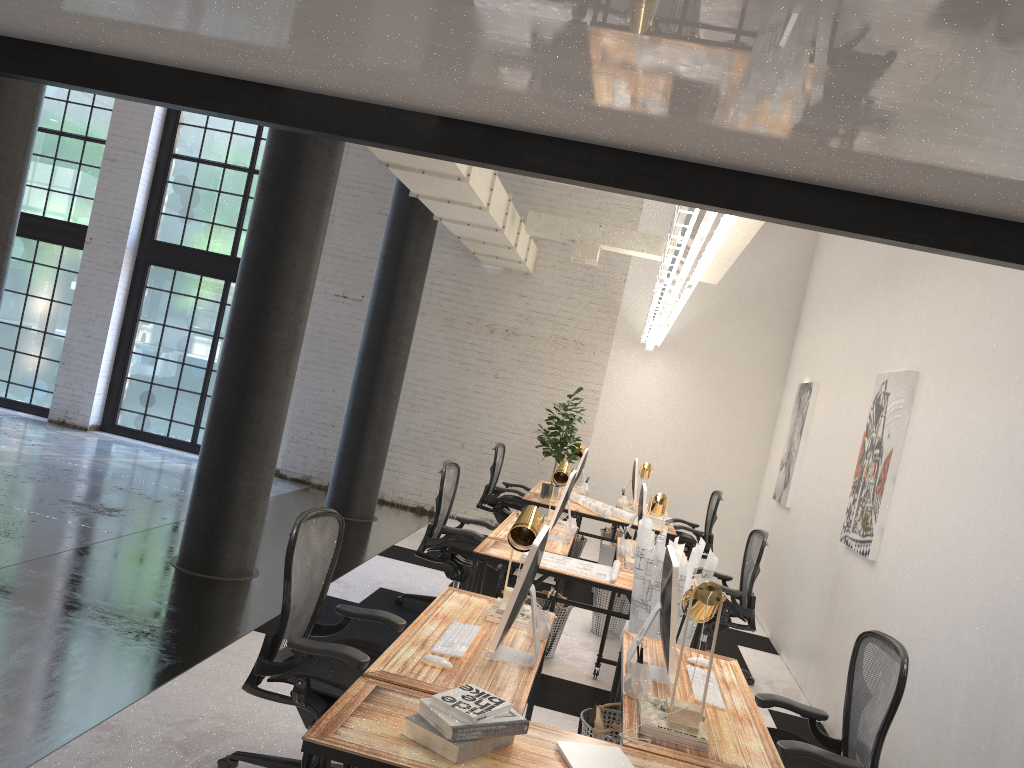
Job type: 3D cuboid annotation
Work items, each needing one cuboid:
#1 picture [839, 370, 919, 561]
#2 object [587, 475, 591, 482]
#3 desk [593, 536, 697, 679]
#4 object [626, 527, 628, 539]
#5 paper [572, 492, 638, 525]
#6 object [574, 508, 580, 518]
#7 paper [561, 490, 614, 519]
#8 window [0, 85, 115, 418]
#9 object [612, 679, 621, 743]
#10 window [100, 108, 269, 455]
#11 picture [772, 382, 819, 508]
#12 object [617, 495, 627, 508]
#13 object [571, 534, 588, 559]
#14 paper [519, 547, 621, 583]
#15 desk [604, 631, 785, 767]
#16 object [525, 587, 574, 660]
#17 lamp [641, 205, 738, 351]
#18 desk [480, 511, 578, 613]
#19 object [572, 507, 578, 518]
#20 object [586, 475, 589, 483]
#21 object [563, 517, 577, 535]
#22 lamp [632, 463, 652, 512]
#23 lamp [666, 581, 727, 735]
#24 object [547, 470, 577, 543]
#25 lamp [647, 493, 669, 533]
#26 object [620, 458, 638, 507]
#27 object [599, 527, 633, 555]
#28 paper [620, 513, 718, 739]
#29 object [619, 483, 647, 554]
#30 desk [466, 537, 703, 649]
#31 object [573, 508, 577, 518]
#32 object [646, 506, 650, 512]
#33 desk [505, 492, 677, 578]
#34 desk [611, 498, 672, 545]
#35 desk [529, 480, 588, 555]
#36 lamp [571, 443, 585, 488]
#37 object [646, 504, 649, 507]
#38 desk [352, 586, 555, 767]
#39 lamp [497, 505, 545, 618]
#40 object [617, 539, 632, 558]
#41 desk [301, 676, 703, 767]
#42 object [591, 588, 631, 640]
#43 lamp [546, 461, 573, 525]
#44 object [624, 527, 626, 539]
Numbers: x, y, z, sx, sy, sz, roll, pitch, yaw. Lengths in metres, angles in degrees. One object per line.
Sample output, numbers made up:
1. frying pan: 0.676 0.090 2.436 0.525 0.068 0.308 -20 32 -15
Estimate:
1. picture: 2.374 0.507 5.772 0.049 1.183 0.731 13 1 7
2. object: 0.771 1.047 9.224 0.054 0.207 0.008 12 1 -6
3. desk: 0.924 1.593 6.273 0.529 0.725 1.401 12 0 7
4. object: 0.785 1.086 6.075 0.054 0.207 0.008 12 1 -28
5. paper: 0.832 1.129 8.172 0.083 0.082 1.132 12 0 -28
6. object: 0.454 1.011 6.560 0.054 0.207 0.008 12 1 -6
7. paper: 0.670 1.093 8.194 0.083 0.082 1.133 12 0 -18
8. window: -6.406 -2.262 11.490 2.490 5.181 0.138 13 1 7
9. object: 0.708 1.732 4.751 0.353 0.398 0.352 12 1 -38
10. window: -3.487 -1.619 11.117 2.490 5.181 0.138 13 1 7
11. picture: 2.722 0.572 8.535 0.049 1.183 0.731 13 1 7
12. object: 1.094 1.162 8.754 0.101 0.127 0.101 12 1 -38
13. object: 0.526 1.623 8.569 0.353 0.435 0.358 12 1 4
14. paper: 0.368 1.080 5.402 0.625 0.061 0.568 12 0 5
15. desk: 0.605 1.535 3.393 0.529 0.725 1.401 12 0 7
16. object: 0.209 1.587 5.905 0.353 0.435 0.358 12 1 4
17. lamp: 1.356 -1.812 6.181 0.226 2.865 7.303 13 0 7
18. desk: 0.105 1.412 6.385 0.529 0.725 1.401 12 0 7
19. object: 0.444 1.008 6.565 0.054 0.207 0.008 12 1 -28
20. object: 0.765 1.045 9.201 0.008 0.207 0.054 12 1 -10
21. object: 0.434 1.049 6.552 0.101 0.127 0.101 12 1 -38
22. lamp: 1.261 0.987 8.566 0.126 0.470 0.344 13 1 8
23. lamp: 0.624 0.893 3.022 0.127 0.470 0.344 13 1 8
24. object: 0.372 0.853 6.220 0.189 0.485 0.484 13 1 7
25. lamp: 0.944 0.951 5.902 0.127 0.470 0.344 13 1 8
26. object: 1.233 1.008 9.079 0.189 0.485 0.484 13 1 7
27. object: 1.074 1.739 9.423 0.353 0.435 0.358 12 1 4
28. paper: 0.786 1.327 4.764 0.412 1.198 0.440 12 1 -15
29. object: 0.916 0.972 6.415 0.189 0.485 0.484 13 1 7
30. desk: 0.399 1.481 5.364 1.400 0.725 0.529 12 1 7
31. object: 0.448 1.009 6.536 0.008 0.207 0.054 12 1 -10
32. object: 1.395 1.282 9.030 0.118 0.018 0.439 12 0 7
33. desk: 0.716 1.517 8.028 1.400 0.725 0.529 12 1 7
34. desk: 1.241 1.629 8.937 0.529 0.725 1.401 12 0 7
35. desk: 0.422 1.448 9.049 0.529 0.725 1.401 12 0 7
36. lamp: 0.672 0.854 9.396 0.126 0.470 0.344 13 1 7
37. object: 1.445 1.285 9.355 0.106 0.029 0.059 12 0 8
38. desk: -0.215 1.355 3.505 0.529 0.725 1.401 12 0 7
39. lamp: 0.037 0.760 3.852 0.126 0.470 0.344 13 1 8
40. object: 0.777 1.127 6.090 0.101 0.127 0.101 12 1 -38
41. desk: 0.079 1.424 2.484 1.400 0.725 0.529 12 1 7
42. object: 0.757 1.704 6.759 0.353 0.435 0.358 12 1 4
43. lamp: 0.357 0.818 6.732 0.127 0.470 0.344 13 1 8
44. object: 0.774 1.084 6.081 0.054 0.207 0.008 12 1 -6
